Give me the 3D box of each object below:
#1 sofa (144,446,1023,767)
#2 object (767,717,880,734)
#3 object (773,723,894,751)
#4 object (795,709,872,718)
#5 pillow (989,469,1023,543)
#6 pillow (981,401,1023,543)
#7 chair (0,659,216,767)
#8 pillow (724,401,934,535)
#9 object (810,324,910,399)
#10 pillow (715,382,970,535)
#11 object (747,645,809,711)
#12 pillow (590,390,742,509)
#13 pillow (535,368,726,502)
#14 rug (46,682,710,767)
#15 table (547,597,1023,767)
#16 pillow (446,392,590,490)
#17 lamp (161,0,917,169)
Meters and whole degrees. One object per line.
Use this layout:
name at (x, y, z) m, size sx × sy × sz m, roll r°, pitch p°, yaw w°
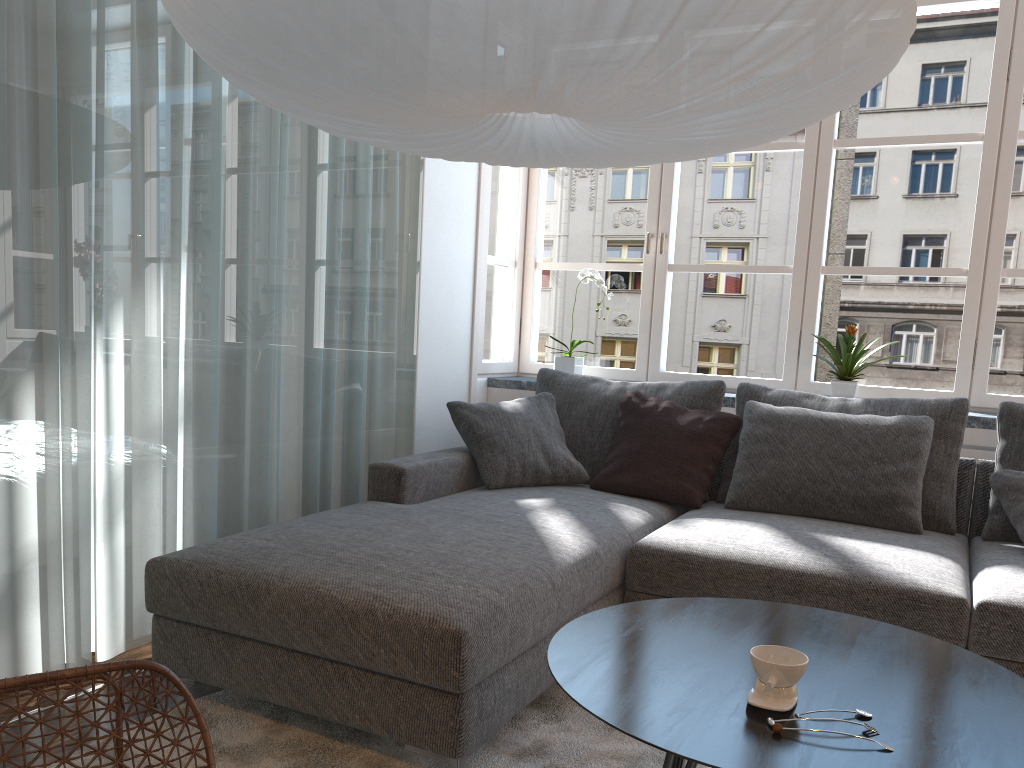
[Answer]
sofa at (0.846, 0.602, 2.528) m, size 3.058 × 0.677 × 2.031 m, roll 5°, pitch 4°, yaw 26°
object at (0.464, 0.506, 1.318) m, size 0.163 × 0.016 × 0.025 m, roll 3°, pitch 5°, yaw 1°
object at (0.463, 0.509, 1.276) m, size 0.167 × 0.015 × 0.014 m, roll 4°, pitch 6°, yaw 14°
object at (0.497, 0.507, 1.365) m, size 0.124 × 0.010 × 0.025 m, roll 3°, pitch 4°, yaw -7°
pillow at (1.801, 0.384, 2.721) m, size 0.492 × 0.324 × 0.441 m, roll 4°, pitch 5°, yaw 8°
pillow at (2.021, 0.327, 2.873) m, size 0.834 × 0.481 × 0.273 m, roll 5°, pitch 7°, yaw 27°
chair at (-0.659, 0.576, 1.109) m, size 0.685 × 0.716 × 0.713 m, roll 0°, pitch 6°, yaw -31°
pillow at (1.133, 0.287, 3.169) m, size 0.664 × 0.401 × 0.290 m, roll 5°, pitch 6°, yaw 26°
object at (1.414, -0.080, 3.651) m, size 0.376 × 0.331 × 0.320 m, roll 3°, pitch 6°, yaw 2°
pillow at (1.211, 0.258, 3.286) m, size 0.836 × 0.479 × 0.275 m, roll 5°, pitch 7°, yaw 27°
object at (0.414, 0.471, 1.410) m, size 0.091 × 0.070 × 0.138 m, roll 7°, pitch 6°, yaw 38°
pillow at (0.587, 0.244, 3.413) m, size 0.519 × 0.407 × 0.309 m, roll 6°, pitch 7°, yaw 28°
pillow at (0.431, 0.197, 3.662) m, size 0.833 × 0.482 × 0.273 m, roll 5°, pitch 7°, yaw 27°
rug at (0.301, 0.962, 1.581) m, size 2.835 × 0.012 × 2.818 m, roll 3°, pitch 3°, yaw 6°
table at (0.472, 0.737, 1.578) m, size 0.844 × 0.477 × 0.843 m, roll 5°, pitch 5°, yaw 29°
pillow at (0.025, 0.221, 3.533) m, size 0.515 × 0.363 × 0.344 m, roll 1°, pitch 6°, yaw -24°
lamp at (0.044, -0.627, 1.869) m, size 1.469 × 0.212 × 1.459 m, roll 1°, pitch 4°, yaw -27°
